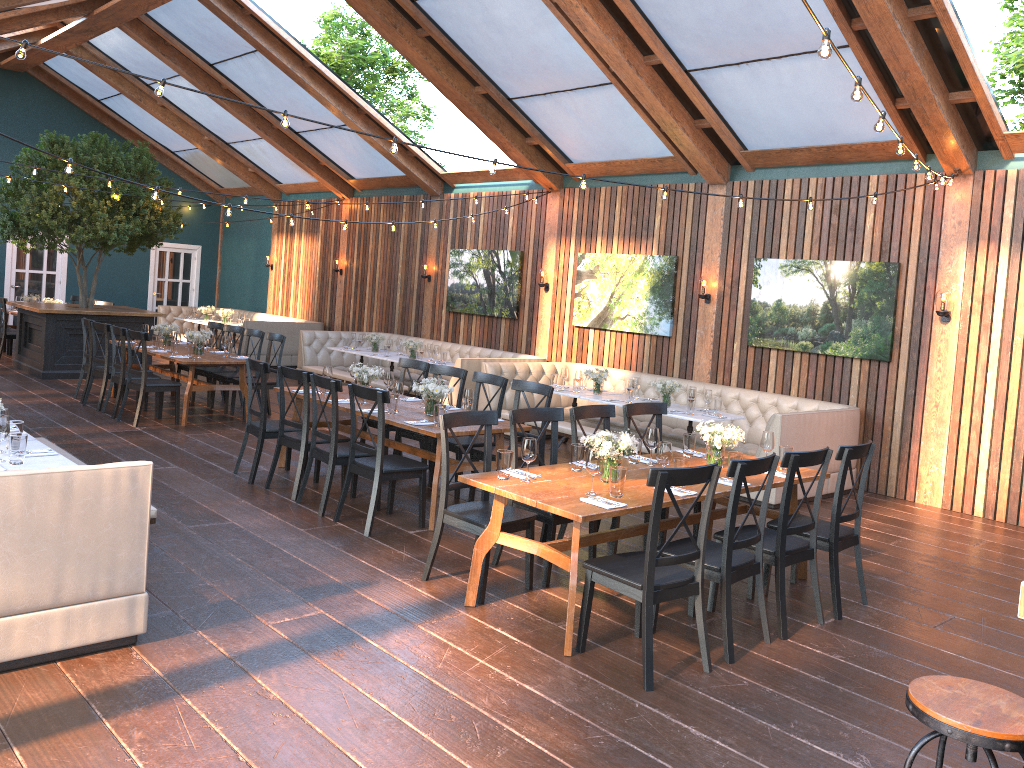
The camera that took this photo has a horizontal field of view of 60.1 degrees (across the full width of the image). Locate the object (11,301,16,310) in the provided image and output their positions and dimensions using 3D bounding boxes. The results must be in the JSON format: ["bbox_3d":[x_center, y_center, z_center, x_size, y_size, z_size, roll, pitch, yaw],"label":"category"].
[{"bbox_3d":[-8.818,-1.387,15.644,0.091,0.158,0.092,3,3,-16],"label":"object"}]

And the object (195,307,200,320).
[{"bbox_3d":[-6.360,-1.427,17.875,0.092,0.244,0.092,4,3,0],"label":"object"}]

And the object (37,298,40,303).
[{"bbox_3d":[-8.641,-1.466,16.096,0.092,0.244,0.092,4,3,0],"label":"object"}]

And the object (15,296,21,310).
[{"bbox_3d":[-8.793,-1.440,15.749,0.092,0.244,0.092,4,3,0],"label":"object"}]

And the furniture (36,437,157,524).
[{"bbox_3d":[-2.935,0.745,5.833,0.312,0.398,2.340,1,7,-42],"label":"furniture"}]

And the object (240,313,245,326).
[{"bbox_3d":[-5.126,-1.215,16.796,0.092,0.244,0.092,5,3,5],"label":"object"}]

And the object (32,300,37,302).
[{"bbox_3d":[-8.041,-1.289,14.892,0.092,0.244,0.092,5,3,5],"label":"object"}]

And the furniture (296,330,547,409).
[{"bbox_3d":[-1.441,-0.184,13.285,1.708,0.856,4.178,-1,8,-42],"label":"furniture"}]

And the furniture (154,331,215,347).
[{"bbox_3d":[-6.358,-0.736,17.017,0.312,0.398,2.340,1,7,-42],"label":"furniture"}]

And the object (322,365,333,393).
[{"bbox_3d":[-1.660,-0.042,7.947,0.092,0.244,0.092,5,3,5],"label":"object"}]

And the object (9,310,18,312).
[{"bbox_3d":[-8.575,-1.262,15.311,0.255,0.019,0.158,-1,8,-42],"label":"object"}]

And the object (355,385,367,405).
[{"bbox_3d":[-1.269,0.092,7.404,0.091,0.158,0.092,3,3,-16],"label":"object"}]

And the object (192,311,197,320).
[{"bbox_3d":[-6.384,-1.374,17.769,0.092,0.158,0.092,7,4,34],"label":"object"}]

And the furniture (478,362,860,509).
[{"bbox_3d":[1.597,0.412,9.955,1.708,0.856,4.178,-1,8,-42],"label":"furniture"}]

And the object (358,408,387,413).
[{"bbox_3d":[-1.093,0.209,7.079,0.255,0.019,0.158,-1,8,-42],"label":"object"}]

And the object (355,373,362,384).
[{"bbox_3d":[-1.458,-0.036,8.422,0.092,0.158,0.092,4,3,-6],"label":"object"}]

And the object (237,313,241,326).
[{"bbox_3d":[-5.244,-1.246,17.000,0.092,0.244,0.092,5,3,5],"label":"object"}]

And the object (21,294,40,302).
[{"bbox_3d":[-8.531,-1.447,15.703,0.329,0.308,0.338,0,6,-44],"label":"object"}]

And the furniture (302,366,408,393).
[{"bbox_3d":[-2.279,0.064,12.545,0.312,0.398,2.340,1,7,-42],"label":"furniture"}]

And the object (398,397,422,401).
[{"bbox_3d":[-0.935,0.133,7.889,0.255,0.019,0.158,-1,8,-42],"label":"object"}]

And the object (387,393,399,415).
[{"bbox_3d":[-0.945,0.160,6.992,0.091,0.158,0.092,3,3,-16],"label":"object"}]

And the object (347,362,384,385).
[{"bbox_3d":[-1.302,-0.039,7.870,0.329,0.308,0.338,4,5,-8],"label":"object"}]

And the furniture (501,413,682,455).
[{"bbox_3d":[0.757,0.659,9.217,0.312,0.398,2.340,1,7,-42],"label":"furniture"}]

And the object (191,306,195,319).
[{"bbox_3d":[-6.513,-1.459,18.061,0.092,0.244,0.092,4,3,0],"label":"object"}]

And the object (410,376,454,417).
[{"bbox_3d":[-0.633,0.100,7.062,0.336,0.308,0.330,6,5,14],"label":"object"}]

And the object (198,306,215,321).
[{"bbox_3d":[-6.147,-1.435,17.799,0.329,0.308,0.337,5,5,12],"label":"object"}]

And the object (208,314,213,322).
[{"bbox_3d":[-5.870,-1.272,17.194,0.092,0.158,0.092,7,4,34],"label":"object"}]

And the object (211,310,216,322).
[{"bbox_3d":[-5.846,-1.325,17.300,0.092,0.244,0.092,5,3,5],"label":"object"}]

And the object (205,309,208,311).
[{"bbox_3d":[-6.286,-1.450,18.142,0.092,0.244,0.092,4,3,0],"label":"object"}]

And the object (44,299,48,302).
[{"bbox_3d":[-8.234,-1.387,15.655,0.092,0.244,0.092,4,3,0],"label":"object"}]

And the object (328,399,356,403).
[{"bbox_3d":[-1.417,0.141,7.491,0.255,0.019,0.158,-1,8,-42],"label":"object"}]

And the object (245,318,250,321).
[{"bbox_3d":[-5.023,-1.162,16.777,0.092,0.158,0.092,7,4,34],"label":"object"}]

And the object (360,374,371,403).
[{"bbox_3d":[-1.244,0.039,7.510,0.092,0.244,0.092,4,3,0],"label":"object"}]

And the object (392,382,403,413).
[{"bbox_3d":[-0.920,0.107,7.098,0.092,0.244,0.092,4,3,0],"label":"object"}]

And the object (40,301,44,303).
[{"bbox_3d":[-8.608,-1.434,16.223,0.091,0.158,0.092,3,3,-16],"label":"object"}]

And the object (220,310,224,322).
[{"bbox_3d":[-5.748,-1.345,17.552,0.092,0.244,0.092,5,3,5],"label":"object"}]

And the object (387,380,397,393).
[{"bbox_3d":[-1.087,0.043,7.965,0.091,0.158,0.092,3,3,-16],"label":"object"}]

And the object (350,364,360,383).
[{"bbox_3d":[-1.473,-0.065,8.291,0.092,0.244,0.092,5,3,5],"label":"object"}]

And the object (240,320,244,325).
[{"bbox_3d":[-5.226,-1.213,17.109,0.092,0.158,0.092,7,4,34],"label":"object"}]

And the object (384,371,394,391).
[{"bbox_3d":[-1.093,0.013,7.842,0.092,0.244,0.092,4,3,0],"label":"object"}]

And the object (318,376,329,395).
[{"bbox_3d":[-1.672,0.013,7.829,0.092,0.158,0.092,5,3,4],"label":"object"}]

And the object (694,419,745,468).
[{"bbox_3d":[1.354,0.391,5.795,0.329,0.308,0.337,5,5,12],"label":"object"}]

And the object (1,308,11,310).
[{"bbox_3d":[-8.966,-1.338,15.731,0.255,0.019,0.158,-1,8,-42],"label":"object"}]

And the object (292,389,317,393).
[{"bbox_3d":[-1.828,0.060,7.923,0.255,0.019,0.158,-1,8,-42],"label":"object"}]

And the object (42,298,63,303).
[{"bbox_3d":[-7.788,-1.312,14.988,0.328,0.308,0.338,2,5,-27],"label":"object"}]

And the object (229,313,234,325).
[{"bbox_3d":[-5.309,-1.220,16.715,0.092,0.244,0.092,5,3,5],"label":"object"}]

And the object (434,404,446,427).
[{"bbox_3d":[-0.541,0.236,6.578,0.091,0.158,0.092,3,3,-16],"label":"object"}]

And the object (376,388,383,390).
[{"bbox_3d":[-1.321,0.054,8.341,0.255,0.019,0.158,-1,8,-42],"label":"object"}]

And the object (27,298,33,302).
[{"bbox_3d":[-8.372,-1.365,15.360,0.092,0.244,0.092,4,3,0],"label":"object"}]

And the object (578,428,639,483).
[{"bbox_3d":[0.565,0.406,5.098,0.336,0.308,0.330,4,4,-10],"label":"object"}]

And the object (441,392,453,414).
[{"bbox_3d":[-0.497,0.183,6.696,0.092,0.244,0.092,4,3,0],"label":"object"}]

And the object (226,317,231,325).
[{"bbox_3d":[-5.333,-1.167,16.610,0.092,0.158,0.092,7,4,34],"label":"object"}]

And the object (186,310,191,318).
[{"bbox_3d":[-6.623,-1.427,18.084,0.092,0.158,0.092,7,4,34],"label":"object"}]

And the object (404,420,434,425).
[{"bbox_3d":[-0.675,0.286,6.666,0.255,0.019,0.158,-1,8,-42],"label":"object"}]

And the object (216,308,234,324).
[{"bbox_3d":[-5.577,-1.326,17.196,0.336,0.308,0.330,4,4,0],"label":"object"}]

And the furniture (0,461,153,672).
[{"bbox_3d":[-3.705,0.536,5.087,1.708,0.856,4.178,-1,8,-42],"label":"furniture"}]
